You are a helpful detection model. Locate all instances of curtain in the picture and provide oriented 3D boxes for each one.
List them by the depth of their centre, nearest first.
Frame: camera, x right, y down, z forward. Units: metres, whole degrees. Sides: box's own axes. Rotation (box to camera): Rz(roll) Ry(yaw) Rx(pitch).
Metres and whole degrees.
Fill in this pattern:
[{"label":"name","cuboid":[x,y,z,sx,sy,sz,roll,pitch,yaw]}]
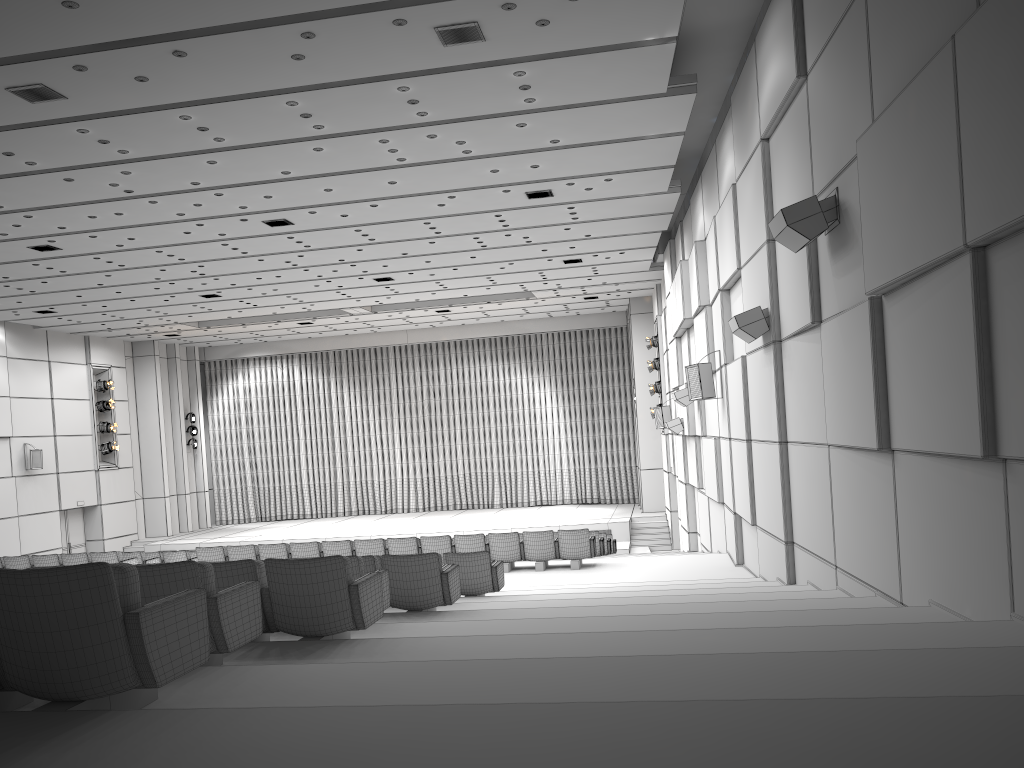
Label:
[{"label":"curtain","cuboid":[-3.264,1.470,32.349,16.143,6.521,1.428,-4,1,9]}]

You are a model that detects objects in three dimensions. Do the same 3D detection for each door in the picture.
[{"label":"door","cuboid":[-13.381,4.848,26.707,0.086,2.178,1.698,-4,-1,9]}]

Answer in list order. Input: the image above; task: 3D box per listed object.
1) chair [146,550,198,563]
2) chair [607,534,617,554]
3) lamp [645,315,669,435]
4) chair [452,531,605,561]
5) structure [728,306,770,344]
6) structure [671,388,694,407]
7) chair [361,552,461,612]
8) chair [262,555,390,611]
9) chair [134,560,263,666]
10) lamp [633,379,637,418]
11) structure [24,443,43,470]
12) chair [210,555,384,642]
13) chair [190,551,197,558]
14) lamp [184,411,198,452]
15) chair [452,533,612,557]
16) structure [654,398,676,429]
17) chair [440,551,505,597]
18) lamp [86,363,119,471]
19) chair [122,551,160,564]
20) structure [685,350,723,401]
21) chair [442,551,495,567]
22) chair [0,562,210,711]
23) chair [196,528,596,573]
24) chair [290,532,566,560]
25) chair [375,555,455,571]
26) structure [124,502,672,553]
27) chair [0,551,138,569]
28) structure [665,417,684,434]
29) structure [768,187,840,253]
[{"label":"chair","cuboid":[-9.446,3.771,17.831,6.605,0.622,0.612,-4,-1,9]},{"label":"chair","cuboid":[-0.853,3.980,20.912,6.605,0.622,0.612,-4,-1,9]},{"label":"lamp","cuboid":[4.225,-0.231,25.061,0.756,3.341,1.021,-4,1,5]},{"label":"chair","cuboid":[-1.589,3.184,16.559,6.605,0.622,0.612,-4,-1,9]},{"label":"structure","cuboid":[2.683,-0.683,9.856,0.471,0.417,0.520,-4,-2,6]},{"label":"structure","cuboid":[3.258,0.219,16.626,0.471,0.417,0.520,-4,-2,5]},{"label":"chair","cuboid":[-7.278,2.212,8.626,13.761,0.622,0.612,-4,-1,9]},{"label":"chair","cuboid":[-7.488,2.015,7.542,13.210,0.622,0.612,-4,-1,9]},{"label":"chair","cuboid":[-7.856,1.617,5.365,13.210,0.622,0.612,-4,-1,9]},{"label":"lamp","cuboid":[4.031,0.451,27.698,0.437,1.478,0.385,-4,1,5]},{"label":"structure","cuboid":[-13.293,2.008,24.581,0.409,0.744,0.410,-4,0,-34]},{"label":"chair","cuboid":[-7.646,1.814,6.449,13.761,0.622,0.612,-4,-1,9]},{"label":"chair","cuboid":[-9.246,3.969,18.917,6.055,0.622,0.612,-4,-1,9]},{"label":"lamp","cuboid":[-11.408,1.673,31.408,0.437,1.478,0.385,-4,1,13]},{"label":"chair","cuboid":[-1.221,3.582,18.736,6.605,0.622,0.612,-4,-1,9]},{"label":"structure","cuboid":[3.805,0.735,21.909,0.409,0.744,0.410,-4,0,-34]},{"label":"chair","cuboid":[-6.911,2.611,10.802,13.761,0.622,0.612,-4,-1,9]},{"label":"lamp","cuboid":[-12.851,1.045,27.805,0.746,3.341,1.019,-4,1,9]},{"label":"chair","cuboid":[-9.613,3.571,16.741,6.055,0.622,0.612,-4,-1,9]},{"label":"structure","cuboid":[2.946,-0.124,13.547,0.409,0.744,0.410,-4,0,-34]},{"label":"chair","cuboid":[-6.753,2.812,11.895,13.210,0.622,0.612,-4,-1,9]},{"label":"chair","cuboid":[-8.013,1.416,4.273,13.761,0.622,0.612,-4,-1,9]},{"label":"chair","cuboid":[-1.956,2.785,14.383,6.606,0.622,0.612,-4,-1,9]},{"label":"chair","cuboid":[-1.755,2.983,15.468,6.055,0.622,0.612,-4,-1,9]},{"label":"chair","cuboid":[-7.121,2.413,9.718,13.210,0.622,0.612,-4,-1,9]},{"label":"structure","cuboid":[-3.474,5.005,29.297,17.833,0.845,8.318,-4,-3,9]},{"label":"chair","cuboid":[-9.814,3.373,15.655,6.605,0.622,0.612,-4,-1,9]},{"label":"structure","cuboid":[3.564,0.877,19.154,0.471,0.417,0.520,-4,-2,6]},{"label":"structure","cuboid":[2.415,-1.344,7.329,0.471,0.418,0.520,-4,-2,5]}]
